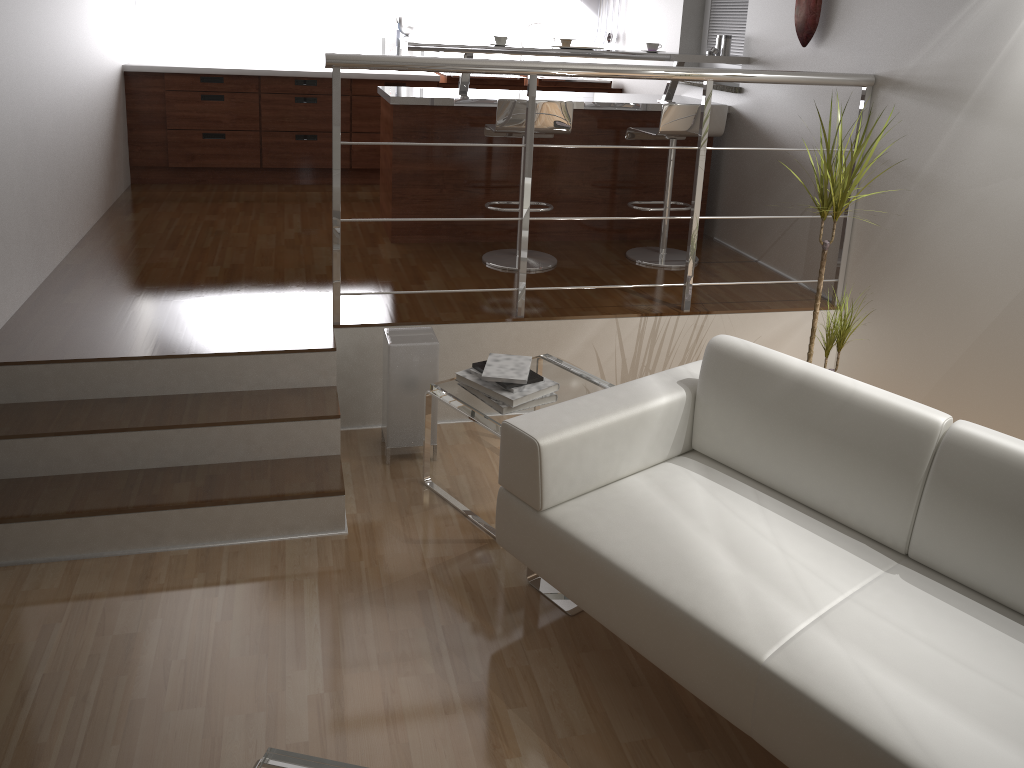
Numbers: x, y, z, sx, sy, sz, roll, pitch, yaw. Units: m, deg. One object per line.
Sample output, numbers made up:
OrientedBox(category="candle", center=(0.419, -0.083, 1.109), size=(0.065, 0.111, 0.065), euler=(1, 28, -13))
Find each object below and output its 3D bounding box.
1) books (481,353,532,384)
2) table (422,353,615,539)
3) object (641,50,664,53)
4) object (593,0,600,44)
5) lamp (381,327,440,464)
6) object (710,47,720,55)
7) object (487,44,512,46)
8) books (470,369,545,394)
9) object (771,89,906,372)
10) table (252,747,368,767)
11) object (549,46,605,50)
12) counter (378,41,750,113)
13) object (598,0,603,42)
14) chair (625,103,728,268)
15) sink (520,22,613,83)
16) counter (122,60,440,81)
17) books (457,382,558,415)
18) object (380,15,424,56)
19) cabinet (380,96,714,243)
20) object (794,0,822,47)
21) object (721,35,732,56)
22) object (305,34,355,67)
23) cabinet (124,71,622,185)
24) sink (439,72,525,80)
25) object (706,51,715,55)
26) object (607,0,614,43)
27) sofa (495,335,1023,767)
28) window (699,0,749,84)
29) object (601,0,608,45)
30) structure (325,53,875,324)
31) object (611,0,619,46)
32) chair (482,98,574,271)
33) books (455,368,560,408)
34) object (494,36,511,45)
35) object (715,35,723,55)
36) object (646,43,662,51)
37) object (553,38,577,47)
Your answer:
OrientedBox(category="books", center=(-0.015, -0.055, 3.009), size=(0.152, 0.014, 0.227), euler=(5, 22, 4))
OrientedBox(category="table", center=(0.041, 0.193, 3.141), size=(0.559, 0.383, 0.479), euler=(-13, 25, -37))
OrientedBox(category="object", center=(0.755, -1.807, 4.760), size=(0.131, 0.008, 0.145), euler=(-12, 27, -33))
OrientedBox(category="object", center=(0.673, -2.900, 6.971), size=(0.033, 0.366, 0.067), euler=(-1, 15, -14))
OrientedBox(category="lamp", center=(-0.393, 0.039, 3.364), size=(0.192, 0.461, 0.207), euler=(-1, 17, -14))
OrientedBox(category="object", center=(1.136, -1.863, 4.896), size=(0.052, 0.043, 0.052), euler=(15, 22, 30))
OrientedBox(category="object", center=(-0.073, -1.748, 4.517), size=(0.129, 0.008, 0.146), euler=(-2, 23, -11))
OrientedBox(category="books", center=(-0.017, -0.028, 3.016), size=(0.155, 0.014, 0.222), euler=(-18, 30, -41))
OrientedBox(category="object", center=(1.150, -0.355, 3.267), size=(0.502, 1.413, 0.459), euler=(2, 15, -2))
OrientedBox(category="table", center=(-0.189, 1.001, 1.342), size=(0.796, 0.239, 0.732), euler=(7, 22, 9))
OrientedBox(category="object", center=(0.350, -1.811, 4.719), size=(0.309, 0.010, 0.228), euler=(-2, 23, -12))
OrientedBox(category="counter", center=(0.331, -1.760, 5.008), size=(2.104, 0.305, 0.877), euler=(-3, 22, -14))
OrientedBox(category="object", center=(0.702, -2.875, 6.910), size=(0.008, 0.362, 0.034), euler=(-1, 15, -14))
OrientedBox(category="chair", center=(0.833, -1.066, 4.603), size=(0.388, 0.813, 0.443), euler=(-3, 17, -19))
OrientedBox(category="sink", center=(0.390, -2.501, 6.788), size=(0.672, 0.555, 0.627), euler=(-2, 20, -14))
OrientedBox(category="counter", center=(-1.611, -2.256, 6.300), size=(2.104, 0.038, 0.712), euler=(-3, 23, -14))
OrientedBox(category="books", center=(-0.019, 0.017, 3.028), size=(0.229, 0.026, 0.297), euler=(-12, 27, -32))
OrientedBox(category="object", center=(-0.826, -2.577, 6.617), size=(0.330, 0.389, 0.170), euler=(-2, 17, -14))
OrientedBox(category="cabinet", center=(0.181, -1.286, 5.179), size=(1.849, 0.720, 0.661), euler=(-3, 19, -14))
OrientedBox(category="object", center=(1.420, -1.987, 4.121), size=(0.153, 0.757, 0.155), euler=(11, 17, 29))
OrientedBox(category="object", center=(1.196, -1.889, 4.884), size=(0.053, 0.107, 0.054), euler=(-7, 19, -30))
OrientedBox(category="object", center=(-1.360, -2.491, 6.548), size=(0.370, 0.231, 0.163), euler=(-2, 18, -14))
OrientedBox(category="cabinet", center=(-0.951, -1.939, 6.566), size=(3.505, 0.767, 0.711), euler=(-3, 19, -14))
OrientedBox(category="sink", center=(-0.255, -2.290, 6.672), size=(0.601, 0.192, 0.628), euler=(-3, 22, -14))
OrientedBox(category="object", center=(1.117, -1.858, 4.916), size=(0.051, 0.018, 0.053), euler=(-2, 22, -11))
OrientedBox(category="object", center=(0.772, -2.789, 6.694), size=(0.043, 0.350, 0.094), euler=(-1, 16, -15))
OrientedBox(category="sofa", center=(0.858, 0.489, 2.094), size=(0.919, 0.708, 1.839), euler=(-12, 26, -37))
OrientedBox(category="window", center=(1.356, -2.429, 5.193), size=(0.142, 1.214, 0.880), euler=(-1, 18, -14))
OrientedBox(category="object", center=(0.725, -2.827, 6.796), size=(0.020, 0.362, 0.111), euler=(-1, 16, -14))
OrientedBox(category="structure", center=(0.411, -0.793, 3.636), size=(2.325, 1.009, 0.059), euler=(-3, 16, -14))
OrientedBox(category="object", center=(0.780, -2.731, 6.575), size=(0.024, 0.366, 0.074), euler=(-1, 15, -14))
OrientedBox(category="chair", center=(0.062, -1.023, 4.407), size=(0.388, 0.813, 0.444), euler=(0, 17, -10))
OrientedBox(category="books", center=(-0.018, -0.009, 3.021), size=(0.231, 0.026, 0.295), euler=(-18, 30, -41))
OrientedBox(category="object", center=(-0.055, -1.768, 4.511), size=(0.080, 0.044, 0.069), euler=(14, 23, 27))
OrientedBox(category="object", center=(1.175, -1.911, 4.938), size=(0.053, 0.105, 0.054), euler=(-7, 19, -30))
OrientedBox(category="object", center=(0.768, -1.829, 4.760), size=(0.080, 0.044, 0.069), euler=(11, 22, 21))
OrientedBox(category="object", center=(0.294, -1.826, 4.690), size=(0.140, 0.040, 0.136), euler=(-2, 22, -12))
